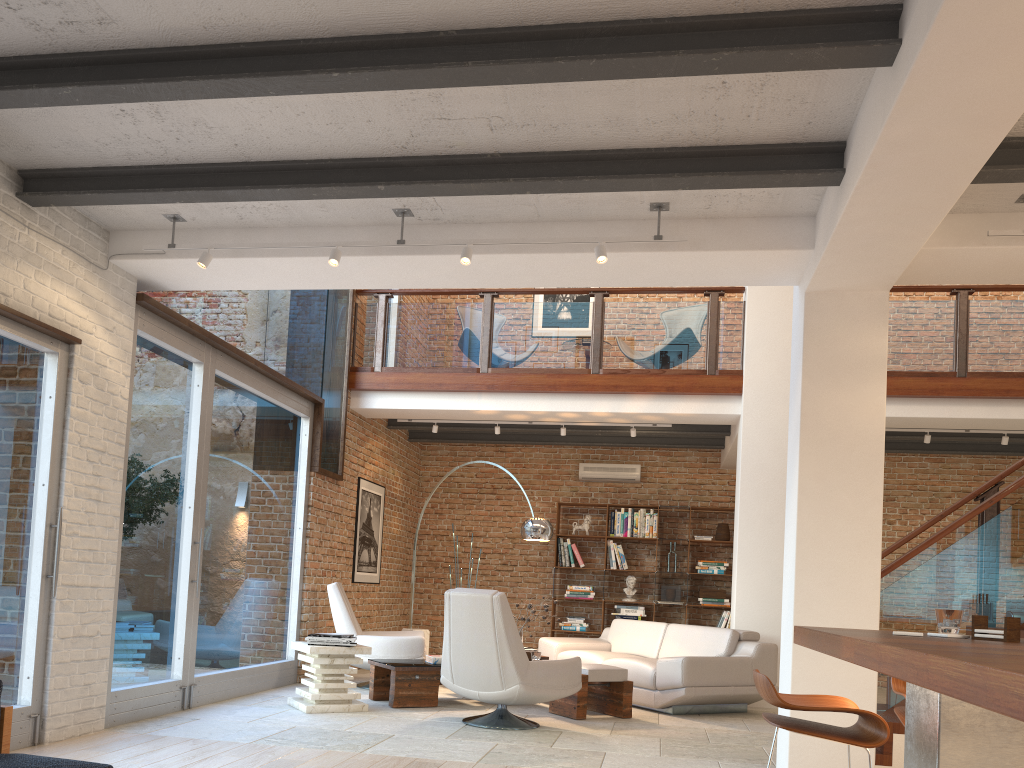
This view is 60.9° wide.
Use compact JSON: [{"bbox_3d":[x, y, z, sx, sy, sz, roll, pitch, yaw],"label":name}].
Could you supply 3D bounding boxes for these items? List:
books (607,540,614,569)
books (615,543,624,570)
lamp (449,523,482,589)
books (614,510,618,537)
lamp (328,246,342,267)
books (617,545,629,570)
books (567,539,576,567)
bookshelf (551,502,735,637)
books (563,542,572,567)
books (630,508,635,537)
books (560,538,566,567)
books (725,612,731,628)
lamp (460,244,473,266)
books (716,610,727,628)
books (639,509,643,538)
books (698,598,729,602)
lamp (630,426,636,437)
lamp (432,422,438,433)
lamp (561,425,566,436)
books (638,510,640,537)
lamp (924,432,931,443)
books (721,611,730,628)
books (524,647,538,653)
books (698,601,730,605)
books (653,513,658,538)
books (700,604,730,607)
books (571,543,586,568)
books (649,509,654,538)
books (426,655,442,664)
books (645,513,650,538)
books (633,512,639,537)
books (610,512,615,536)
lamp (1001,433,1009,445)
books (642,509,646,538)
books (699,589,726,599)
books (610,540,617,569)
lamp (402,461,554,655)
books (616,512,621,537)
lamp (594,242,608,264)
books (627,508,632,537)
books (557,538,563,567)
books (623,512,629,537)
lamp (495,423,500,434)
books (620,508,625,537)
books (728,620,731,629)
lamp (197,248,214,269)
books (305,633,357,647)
[{"bbox_3d":[1.302,2.256,11.488,0.101,0.376,0.249,2,-6,10],"label":"books"},{"bbox_3d":[1.411,2.273,11.464,0.124,0.341,0.278,2,-7,10],"label":"books"},{"bbox_3d":[-0.632,2.687,11.090,0.420,1.784,0.201,4,-3,-20],"label":"lamp"},{"bbox_3d":[1.372,1.847,11.496,0.021,0.351,0.278,2,-7,10],"label":"books"},{"bbox_3d":[-0.978,-0.710,4.821,0.061,0.118,0.088,2,-7,12],"label":"lamp"},{"bbox_3d":[1.456,2.279,11.441,0.158,0.322,0.260,2,-7,10],"label":"books"},{"bbox_3d":[0.790,2.245,11.558,0.121,0.373,0.249,2,-6,10],"label":"books"},{"bbox_3d":[2.060,2.686,11.299,3.031,2.158,0.371,1,-3,10],"label":"bookshelf"},{"bbox_3d":[0.739,2.275,11.597,0.102,0.327,0.260,2,-7,10],"label":"books"},{"bbox_3d":[1.585,1.834,11.451,0.036,0.375,0.249,2,-6,10],"label":"books"},{"bbox_3d":[0.687,2.245,11.589,0.091,0.376,0.249,2,-6,10],"label":"books"},{"bbox_3d":[2.757,3.099,11.176,0.098,0.347,0.278,2,-7,10],"label":"books"},{"bbox_3d":[-0.245,-0.697,4.695,0.061,0.126,0.088,2,-6,12],"label":"lamp"},{"bbox_3d":[2.667,3.094,11.206,0.163,0.364,0.249,2,-6,10],"label":"books"},{"bbox_3d":[1.700,1.839,11.445,0.036,0.375,0.249,2,-6,10],"label":"books"},{"bbox_3d":[2.583,2.779,11.206,0.379,0.035,0.251,1,-13,8],"label":"books"},{"bbox_3d":[1.330,0.523,9.555,0.060,0.113,0.097,1,-7,17],"label":"lamp"},{"bbox_3d":[-0.874,0.502,9.920,0.060,0.126,0.087,5,-6,-20],"label":"lamp"},{"bbox_3d":[0.571,0.519,9.675,0.061,0.126,0.088,2,-6,12],"label":"lamp"},{"bbox_3d":[1.668,1.848,11.436,0.021,0.351,0.278,2,-7,10],"label":"books"},{"bbox_3d":[4.305,0.561,9.034,0.061,0.126,0.088,2,-6,12],"label":"lamp"},{"bbox_3d":[2.704,3.088,11.176,0.161,0.365,0.249,2,-6,10],"label":"books"},{"bbox_3d":[0.023,2.540,8.295,0.252,0.073,0.408,-8,-17,41],"label":"books"},{"bbox_3d":[2.601,2.823,11.235,0.379,0.035,0.251,2,-13,5],"label":"books"},{"bbox_3d":[1.876,1.868,11.416,0.055,0.323,0.260,2,-7,10],"label":"books"},{"bbox_3d":[2.611,2.848,11.218,0.355,0.020,0.279,1,-13,8],"label":"books"},{"bbox_3d":[0.883,2.282,11.564,0.195,0.312,0.260,2,-7,10],"label":"books"},{"bbox_3d":[1.826,1.837,11.410,0.036,0.375,0.249,2,-6,10],"label":"books"},{"bbox_3d":[-0.558,2.378,7.515,0.328,0.055,0.260,8,-14,-19],"label":"books"},{"bbox_3d":[1.777,1.862,11.411,0.055,0.323,0.260,2,-7,10],"label":"books"},{"bbox_3d":[1.627,1.858,11.427,0.055,0.323,0.260,2,-7,10],"label":"books"},{"bbox_3d":[1.333,1.861,11.503,0.055,0.323,0.260,2,-7,10],"label":"books"},{"bbox_3d":[5.038,0.569,8.908,0.061,0.126,0.088,2,-6,12],"label":"lamp"},{"bbox_3d":[1.734,1.836,11.425,0.036,0.375,0.249,2,-6,10],"label":"books"},{"bbox_3d":[2.578,2.704,11.220,0.335,0.116,0.218,1,-11,10],"label":"books"},{"bbox_3d":[1.335,2.251,11.459,0.103,0.375,0.249,2,-6,10],"label":"books"},{"bbox_3d":[-0.372,1.950,9.027,0.323,2.301,2.044,6,-7,-43],"label":"lamp"},{"bbox_3d":[1.407,1.857,11.471,0.055,0.323,0.260,2,-7,10],"label":"books"},{"bbox_3d":[0.467,-0.688,4.576,0.060,0.126,0.087,5,-6,-20],"label":"lamp"},{"bbox_3d":[1.547,1.831,11.447,0.036,0.375,0.249,2,-6,10],"label":"books"},{"bbox_3d":[0.649,2.243,11.587,0.091,0.376,0.249,2,-6,10],"label":"books"},{"bbox_3d":[1.502,1.863,11.474,0.055,0.323,0.260,2,-7,10],"label":"books"},{"bbox_3d":[-0.162,0.507,9.801,0.061,0.118,0.088,2,-7,12],"label":"lamp"},{"bbox_3d":[1.455,1.832,11.469,0.036,0.375,0.249,2,-6,10],"label":"books"},{"bbox_3d":[2.779,3.104,11.182,0.098,0.347,0.278,2,-7,10],"label":"books"},{"bbox_3d":[-1.746,-0.712,4.960,0.088,0.126,0.060,7,-6,-30],"label":"lamp"},{"bbox_3d":[-1.418,2.031,6.946,0.390,0.077,0.582,4,-13,-6],"label":"books"}]
